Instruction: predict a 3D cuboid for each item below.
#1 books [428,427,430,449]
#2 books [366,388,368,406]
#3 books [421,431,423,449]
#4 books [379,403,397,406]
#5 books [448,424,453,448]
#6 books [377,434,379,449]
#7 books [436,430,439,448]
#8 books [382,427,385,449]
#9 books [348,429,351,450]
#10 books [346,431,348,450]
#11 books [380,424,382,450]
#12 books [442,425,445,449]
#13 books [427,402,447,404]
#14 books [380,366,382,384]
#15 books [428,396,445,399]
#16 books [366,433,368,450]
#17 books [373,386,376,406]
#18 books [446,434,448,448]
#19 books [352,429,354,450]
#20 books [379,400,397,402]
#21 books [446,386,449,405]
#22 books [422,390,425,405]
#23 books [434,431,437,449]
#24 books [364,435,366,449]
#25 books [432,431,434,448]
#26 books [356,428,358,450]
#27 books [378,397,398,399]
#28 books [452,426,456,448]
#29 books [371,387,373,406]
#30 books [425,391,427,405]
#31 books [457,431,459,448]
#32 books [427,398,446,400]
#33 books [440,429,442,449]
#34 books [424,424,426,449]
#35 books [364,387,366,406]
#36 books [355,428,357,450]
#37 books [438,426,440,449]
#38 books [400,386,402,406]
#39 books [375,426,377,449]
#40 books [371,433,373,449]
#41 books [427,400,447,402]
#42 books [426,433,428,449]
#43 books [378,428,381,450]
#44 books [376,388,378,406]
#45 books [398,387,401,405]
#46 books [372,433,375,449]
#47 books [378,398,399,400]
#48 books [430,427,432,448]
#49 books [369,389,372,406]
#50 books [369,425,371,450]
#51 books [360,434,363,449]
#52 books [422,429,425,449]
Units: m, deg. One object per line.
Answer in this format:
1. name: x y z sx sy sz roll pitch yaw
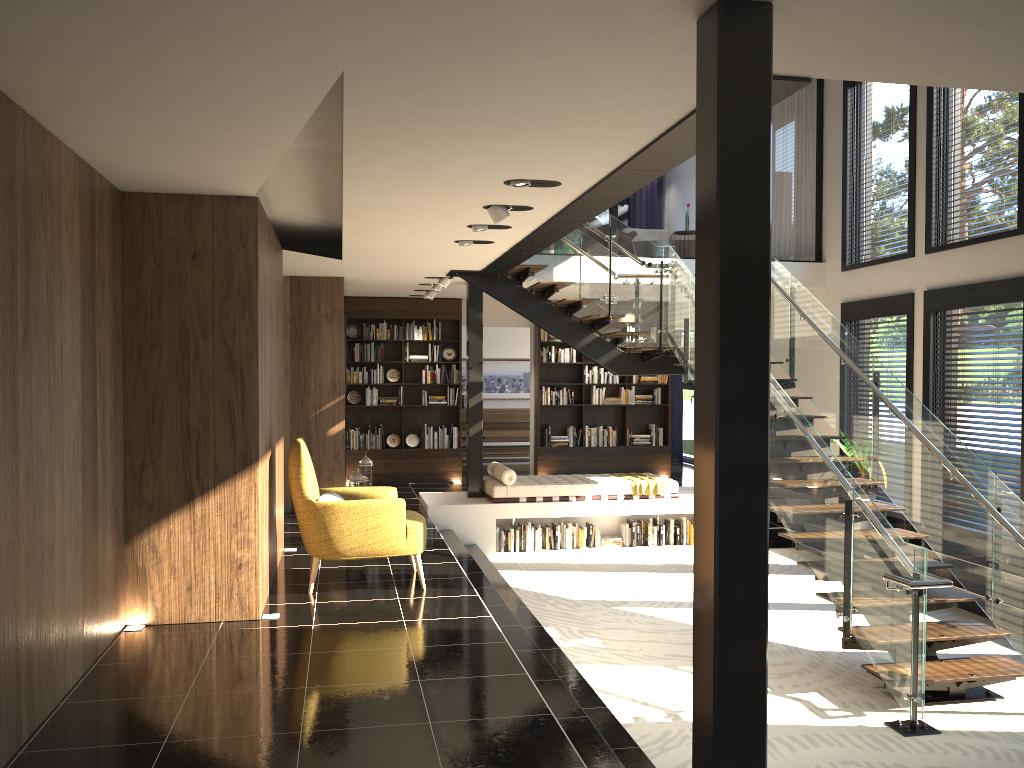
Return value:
1. books: -1.222 0.782 12.986 0.019 0.317 0.122 0 1 -11
2. books: -2.087 0.182 12.771 0.026 0.257 0.192 0 1 -11
3. books: -1.317 0.818 12.975 0.023 0.245 0.135 0 1 -11
4. books: -1.799 0.294 12.860 0.262 0.032 0.154 0 1 -9
5. books: -0.906 0.764 13.025 0.065 0.354 0.164 0 1 -11
6. books: -1.951 0.837 12.852 0.033 0.208 0.192 0 1 -11
7. books: -1.093 0.811 13.011 0.025 0.260 0.114 0 1 -11
8. books: -1.866 0.783 12.847 0.042 0.315 0.193 0 1 -11
9. books: -2.345 0.797 12.796 0.032 0.288 0.179 0 1 -11
10. books: -2.375 0.810 12.783 0.032 0.262 0.194 0 1 -11
11. books: -1.891 0.763 12.818 0.019 0.357 0.235 0 1 -11
12. books: -1.006 0.775 13.003 0.016 0.332 0.195 0 1 -11
13. books: -1.101 0.276 12.993 0.271 0.028 0.174 0 1 -15
14. books: -1.898 -0.137 12.822 0.021 0.260 0.197 0 1 -11
15. books: -1.105 0.197 13.014 0.239 0.031 0.146 0 1 -11
16. books: -2.096 0.830 12.815 0.026 0.222 0.209 0 1 -11
17. books: -1.990 0.171 12.812 0.032 0.279 0.133 0 1 -11
18. books: -0.959 0.843 13.044 0.032 0.195 0.134 0 1 -11
19. books: -2.298 0.800 12.790 0.030 0.283 0.170 0 1 -11
20. books: -1.799 0.241 12.861 0.244 0.033 0.142 0 1 -15
21. books: -0.946 0.171 13.015 0.014 0.279 0.202 0 1 -11
22. books: -1.301 0.199 12.969 0.028 0.224 0.161 0 1 -11
23. books: -1.121 0.813 12.992 0.037 0.256 0.145 0 1 -11
24. books: -2.125 0.838 12.820 0.029 0.207 0.166 0 1 -11
25. books: -1.160 0.816 13.004 0.034 0.250 0.114 0 1 -11
26. books: -2.233 0.788 12.770 0.015 0.306 0.222 0 1 -11
27. books: -1.796 0.202 12.841 0.292 0.013 0.187 0 1 -8
28. books: -0.858 0.784 13.039 0.035 0.315 0.168 0 1 -11
29. books: -2.019 0.178 12.815 0.024 0.265 0.147 0 1 -11
30. books: -1.264 0.208 12.948 0.036 0.206 0.215 0 1 -11
31. books: -0.799 0.817 13.055 0.029 0.247 0.139 0 1 -11
32. books: -1.104 0.222 13.006 0.266 0.019 0.157 0 1 -9
33. books: -1.051 0.798 12.998 0.029 0.286 0.137 0 1 -11
34. books: -1.265 0.761 12.933 0.017 0.359 0.189 0 1 -11
35. books: -2.117 0.179 12.802 0.020 0.264 0.152 0 1 -11
36. books: -2.249 0.789 12.773 0.016 0.304 0.217 0 1 -11
37. books: -1.070 0.780 12.990 0.012 0.322 0.177 0 1 -11
38. books: -1.606 0.168 12.869 0.018 0.286 0.157 0 1 -11
39. books: -1.971 0.780 12.826 0.016 0.322 0.218 0 1 -11
40. books: -2.035 0.829 12.836 0.034 0.223 0.208 0 1 -11
41. books: -1.103 0.247 13.001 0.263 0.030 0.159 0 1 -14
42. books: -1.248 0.833 12.983 0.034 0.215 0.104 0 1 -11
43. books: -1.918 0.789 12.837 0.027 0.304 0.204 0 1 -11
44. books: -1.963 0.184 12.836 0.030 0.253 0.138 0 1 -11
45. books: -1.636 0.180 12.889 0.032 0.262 0.157 0 1 -11
46. books: -2.001 0.830 12.842 0.036 0.222 0.173 0 1 -11
47. books: -1.798 0.216 12.848 0.293 0.016 0.174 0 1 -12
48. books: -1.182 0.780 12.979 0.019 0.321 0.161 0 1 -11
49. books: -2.047 0.188 12.816 0.032 0.245 0.120 0 1 -11
50. books: -2.052 0.771 12.792 0.016 0.341 0.217 0 1 -11
51. books: -2.181 0.835 12.830 0.035 0.212 0.159 0 1 -11
52. books: -1.293 0.802 12.971 0.024 0.278 0.135 0 1 -11
